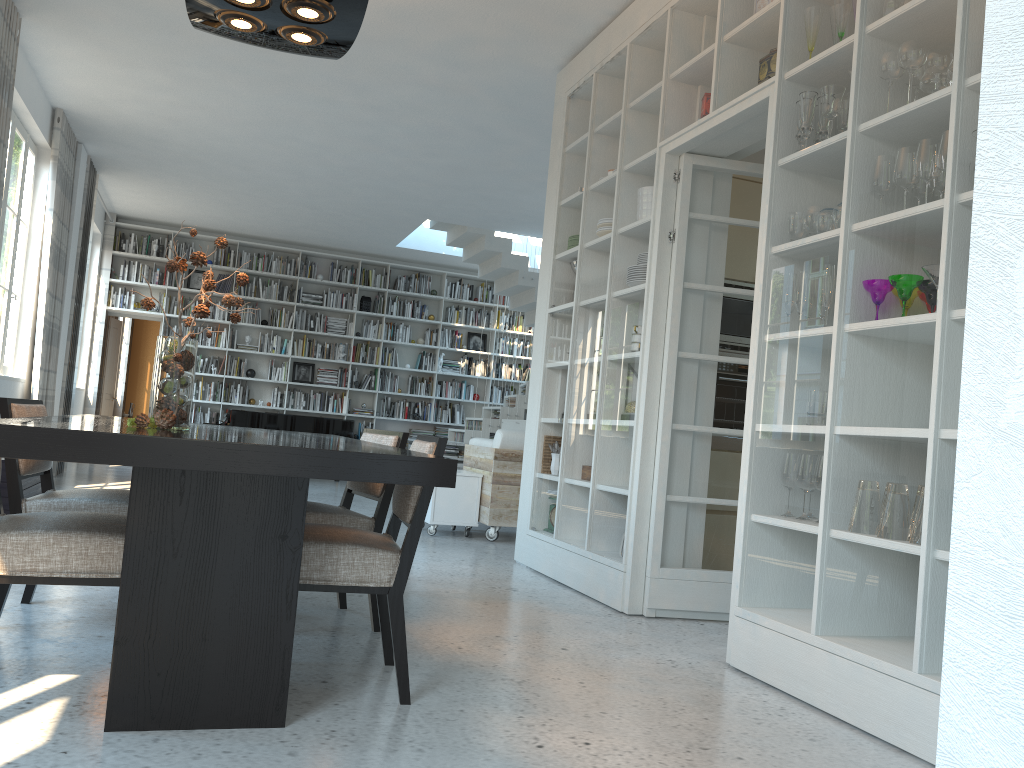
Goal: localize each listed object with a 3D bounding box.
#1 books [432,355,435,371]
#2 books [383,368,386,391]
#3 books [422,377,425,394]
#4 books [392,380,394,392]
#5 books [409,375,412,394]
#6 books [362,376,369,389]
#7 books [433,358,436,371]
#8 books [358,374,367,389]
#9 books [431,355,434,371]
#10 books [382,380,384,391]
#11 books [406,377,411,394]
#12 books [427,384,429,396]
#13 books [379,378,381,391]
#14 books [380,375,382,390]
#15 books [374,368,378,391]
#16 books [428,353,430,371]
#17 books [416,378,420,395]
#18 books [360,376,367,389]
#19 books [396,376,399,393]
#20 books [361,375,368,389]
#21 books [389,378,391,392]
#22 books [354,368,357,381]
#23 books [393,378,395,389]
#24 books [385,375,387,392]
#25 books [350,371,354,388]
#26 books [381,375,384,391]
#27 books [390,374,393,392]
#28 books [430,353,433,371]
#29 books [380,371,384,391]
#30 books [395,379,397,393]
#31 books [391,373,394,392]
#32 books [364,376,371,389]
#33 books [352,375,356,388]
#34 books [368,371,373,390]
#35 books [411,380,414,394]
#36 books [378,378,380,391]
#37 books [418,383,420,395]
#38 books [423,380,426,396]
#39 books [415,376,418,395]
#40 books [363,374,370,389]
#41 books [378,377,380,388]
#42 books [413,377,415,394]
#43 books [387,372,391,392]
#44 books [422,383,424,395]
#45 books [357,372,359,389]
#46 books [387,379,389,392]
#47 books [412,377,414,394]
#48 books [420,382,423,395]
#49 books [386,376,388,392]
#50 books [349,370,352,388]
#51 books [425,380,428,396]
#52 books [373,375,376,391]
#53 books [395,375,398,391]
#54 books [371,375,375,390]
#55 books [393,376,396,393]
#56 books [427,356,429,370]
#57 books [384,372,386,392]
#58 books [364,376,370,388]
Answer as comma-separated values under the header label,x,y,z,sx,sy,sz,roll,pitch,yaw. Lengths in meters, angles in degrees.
label,x,y,z,sx,sy,sz,roll,pitch,yaw
books,-1.181,-0.305,13.137,0.011,0.252,0.169,6,-3,-19
books,-1.875,-0.055,12.923,0.007,0.341,0.149,6,-3,-19
books,-1.319,0.037,13.091,0.006,0.274,0.173,6,-3,-19
books,-1.755,0.039,12.957,0.013,0.179,0.140,6,-3,-19
books,-1.504,0.011,13.055,0.016,0.289,0.131,6,-3,-19
books,-2.133,-0.016,12.822,0.090,0.212,0.143,6,-3,-19
books,-1.172,-0.283,13.156,0.023,0.212,0.164,6,-3,-19
books,-2.167,-0.030,12.789,0.095,0.228,0.190,6,-3,-19
books,-1.199,-0.302,13.149,0.013,0.244,0.158,6,-3,-19
books,-1.887,0.012,12.908,0.013,0.204,0.154,6,-3,-19
books,-1.518,0.028,13.036,0.019,0.251,0.130,6,-3,-19
books,-1.257,0.090,13.097,0.016,0.180,0.189,6,-3,-19
books,-1.934,0.015,12.891,0.015,0.188,0.168,6,-3,-19
books,-1.922,-0.009,12.905,0.011,0.239,0.136,6,-3,-19
books,-1.985,-0.060,12.863,0.014,0.325,0.183,6,-3,-19
books,-1.243,-0.322,13.135,0.032,0.274,0.154,6,-3,-19
books,-1.400,0.040,13.054,0.018,0.250,0.184,6,-3,-19
books,-2.153,-0.019,12.799,0.089,0.210,0.175,6,-3,-19
books,-1.689,0.010,12.974,0.013,0.251,0.172,6,-3,-19
books,-2.144,-0.024,12.824,0.095,0.226,0.144,6,-3,-19
books,-1.792,0.023,12.941,0.013,0.203,0.167,6,-3,-19
books,-2.265,-0.081,12.774,0.013,0.306,0.141,6,-3,-19
books,-1.743,0.019,12.963,0.008,0.222,0.134,6,-3,-19
books,-1.852,-0.007,12.908,0.013,0.248,0.165,6,-3,-19
books,-2.314,-0.059,12.762,0.028,0.253,0.142,6,-3,-19
books,-1.890,-0.028,12.900,0.006,0.281,0.155,6,-3,-19
books,-1.774,-0.008,12.936,0.012,0.267,0.183,6,-3,-19
books,-1.214,-0.320,13.121,0.012,0.273,0.184,6,-3,-19
books,-1.902,-0.036,12.898,0.018,0.295,0.177,6,-3,-19
books,-1.716,0.028,12.959,0.014,0.207,0.180,6,-3,-19
books,-1.759,-0.015,12.958,0.006,0.285,0.159,6,-3,-19
books,-2.102,-0.009,12.830,0.091,0.205,0.169,6,-3,-19
books,-2.284,-0.027,12.750,0.027,0.192,0.182,6,-3,-19
books,-2.051,-0.047,12.853,0.013,0.285,0.138,6,-3,-19
books,-1.483,0.049,13.032,0.016,0.215,0.177,6,-3,-19
books,-1.939,-0.026,12.879,0.010,0.266,0.158,6,-3,-19
books,-1.386,0.076,13.058,0.018,0.182,0.182,6,-3,-19
books,-1.310,0.061,13.093,0.018,0.229,0.182,6,-3,-19
books,-1.419,0.022,13.075,0.007,0.285,0.159,6,-3,-19
books,-2.117,-0.029,12.826,0.094,0.238,0.149,6,-3,-19
books,-1.952,-0.007,12.881,0.012,0.226,0.147,6,-3,-19
books,-1.460,0.030,13.054,0.008,0.258,0.158,6,-3,-19
books,-1.801,-0.026,12.921,0.014,0.297,0.175,6,-3,-19
books,-1.334,0.081,13.082,0.019,0.183,0.190,6,-3,-19
books,-2.237,-0.048,12.793,0.035,0.248,0.141,6,-3,-19
books,-1.819,0.027,12.916,0.013,0.186,0.184,6,-3,-19
books,-1.471,0.028,13.051,0.015,0.262,0.149,6,-3,-19
books,-1.350,0.074,13.081,0.015,0.195,0.175,6,-3,-19
books,-1.838,0.005,12.901,0.011,0.226,0.188,6,-3,-19
books,-2.339,-0.067,12.757,0.024,0.263,0.154,6,-3,-19
books,-1.281,0.064,13.117,0.021,0.231,0.155,6,-3,-19
books,-2.007,-0.013,12.857,0.021,0.226,0.148,6,-3,-19
books,-1.701,0.003,12.969,0.014,0.261,0.142,6,-3,-19
books,-2.027,-0.014,12.838,0.029,0.223,0.171,6,-3,-19
books,-1.729,0.012,12.958,0.015,0.238,0.176,6,-3,-19
books,-1.258,-0.299,13.113,0.012,0.224,0.178,6,-3,-19
books,-1.858,-0.026,12.903,0.005,0.283,0.159,6,-3,-19
books,-2.117,-0.016,12.836,0.090,0.215,0.139,6,-3,-19
